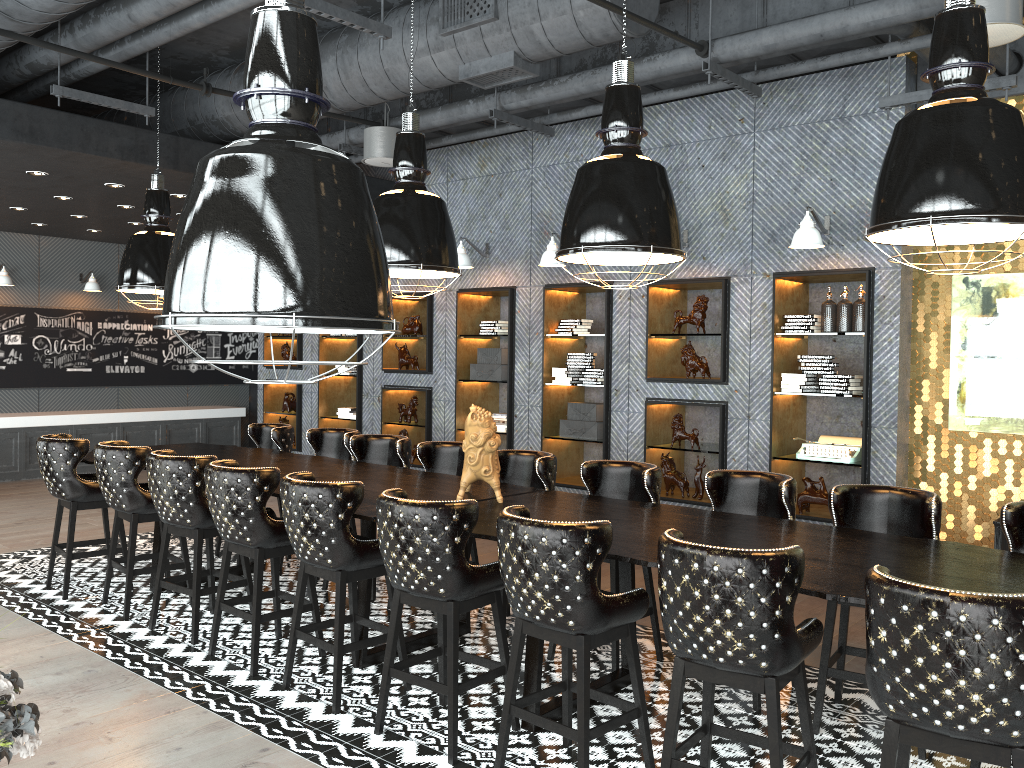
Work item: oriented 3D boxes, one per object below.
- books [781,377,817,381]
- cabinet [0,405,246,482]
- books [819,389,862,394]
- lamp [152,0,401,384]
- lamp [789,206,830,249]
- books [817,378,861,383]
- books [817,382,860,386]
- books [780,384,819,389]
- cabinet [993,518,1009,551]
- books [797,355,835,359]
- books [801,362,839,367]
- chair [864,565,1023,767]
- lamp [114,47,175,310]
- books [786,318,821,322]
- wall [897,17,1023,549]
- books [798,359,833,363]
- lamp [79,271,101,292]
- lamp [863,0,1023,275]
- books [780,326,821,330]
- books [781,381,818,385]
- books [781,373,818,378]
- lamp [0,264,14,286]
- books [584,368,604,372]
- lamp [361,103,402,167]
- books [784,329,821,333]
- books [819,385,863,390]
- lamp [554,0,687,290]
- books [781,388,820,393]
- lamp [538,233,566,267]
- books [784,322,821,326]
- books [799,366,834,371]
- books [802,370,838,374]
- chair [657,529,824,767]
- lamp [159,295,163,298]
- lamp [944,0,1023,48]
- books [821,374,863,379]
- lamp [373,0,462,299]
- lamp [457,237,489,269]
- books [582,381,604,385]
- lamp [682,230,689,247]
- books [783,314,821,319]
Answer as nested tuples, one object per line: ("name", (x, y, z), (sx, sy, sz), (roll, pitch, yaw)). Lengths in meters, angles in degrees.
("books", (2.183, -0.038, 6.737), (0.193, 0.028, 0.245), (2, 2, 35))
("cabinet", (-5.153, 0.924, 9.291), (6.312, 0.826, 8.420), (2, 2, 40))
("books", (2.433, 0.056, 6.562), (0.245, 0.028, 0.193), (2, 2, 41))
("lamp", (-0.364, -1.081, 1.431), (0.391, 2.160, 0.391), (1, 1, -5))
("lamp", (2.163, -1.102, 6.260), (0.489, 0.287, 0.244), (0, 2, -34))
("books", (2.432, -0.029, 6.589), (0.193, 0.028, 0.245), (-1, 3, -44))
("books", (2.426, -0.001, 6.581), (0.245, 0.028, 0.193), (2, 2, 42))
("books", (2.189, 0.020, 6.701), (0.245, 0.028, 0.193), (0, 2, -29))
("cabinet", (3.613, 1.229, 5.240), (1.386, 0.738, 0.710), (2, 2, 40))
("books", (2.290, -0.203, 6.687), (0.245, 0.028, 0.193), (1, 2, 11))
("books", (2.313, -0.146, 6.668), (0.245, 0.028, 0.193), (1, 2, 10))
("chair", (1.302, 1.091, 2.595), (0.504, 1.092, 0.568), (2, 2, 33))
("lamp", (-2.805, -1.743, 7.018), (0.621, 2.302, 0.621), (1, 1, -5))
("books", (2.238, -0.481, 6.736), (0.245, 0.028, 0.193), (2, 2, 40))
("wall", (3.688, -0.580, 5.659), (2.445, 4.381, 0.024), (2, 2, 40))
("books", (2.286, -0.175, 6.683), (0.245, 0.028, 0.193), (2, 2, 20))
("lamp", (-5.995, -1.462, 12.631), (0.243, 0.287, 0.490), (0, 2, -34))
("lamp", (1.637, -1.558, 3.230), (0.621, 2.302, 0.621), (1, 1, -5))
("books", (2.200, -0.426, 6.756), (0.245, 0.028, 0.193), (3, 3, 44))
("books", (2.189, -0.010, 6.745), (0.193, 0.028, 0.245), (2, 2, 42))
("books", (2.183, -0.066, 6.736), (0.193, 0.028, 0.245), (2, 2, 38))
("lamp", (-6.744, -1.445, 11.753), (0.243, 0.287, 0.490), (0, 2, -34))
("books", (0.808, -0.126, 7.987), (0.245, 0.028, 0.193), (2, 2, 35))
("lamp", (-1.053, -2.357, 7.366), (0.380, 1.045, 0.382), (0, 1, -23))
("books", (2.228, -0.397, 6.746), (0.193, 0.028, 0.245), (-1, 3, -45))
("books", (2.433, 0.028, 6.562), (0.193, 0.028, 0.245), (-1, 2, -37))
("lamp", (0.526, -1.604, 4.177), (0.621, 2.302, 0.621), (1, 1, -5))
("books", (2.206, 0.047, 6.753), (0.245, 0.028, 0.193), (0, 2, -35))
("lamp", (0.451, -1.166, 7.720), (0.490, 0.287, 0.244), (0, 2, -34))
("books", (2.223, -0.453, 6.736), (0.245, 0.028, 0.193), (2, 2, 42))
("books", (2.278, -0.117, 6.642), (0.245, 0.028, 0.193), (1, 2, 16))
("books", (2.322, -0.090, 6.680), (0.245, 0.028, 0.193), (2, 2, 23))
("chair", (0.777, 1.068, 3.107), (0.504, 1.092, 0.568), (2, 2, 34))
("lamp", (-5.269, -1.442, 13.484), (0.243, 0.287, 0.490), (0, 2, -34))
("lamp", (2.307, -2.212, 4.328), (0.381, 1.045, 0.380), (0, 2, -39))
("books", (2.448, -0.057, 6.575), (0.245, 0.028, 0.193), (2, 2, 39))
("lamp", (-0.584, -1.651, 5.124), (0.621, 2.302, 0.621), (1, 1, -5))
("lamp", (-0.378, -1.244, 8.427), (0.490, 0.287, 0.244), (0, 2, -34))
("books", (0.784, -0.013, 7.981), (0.245, 0.028, 0.193), (3, 3, 44))
("lamp", (1.279, -1.130, 7.014), (0.489, 0.287, 0.244), (0, 2, -34))
("books", (2.222, -0.510, 6.750), (0.245, 0.028, 0.193), (3, 2, 43))
